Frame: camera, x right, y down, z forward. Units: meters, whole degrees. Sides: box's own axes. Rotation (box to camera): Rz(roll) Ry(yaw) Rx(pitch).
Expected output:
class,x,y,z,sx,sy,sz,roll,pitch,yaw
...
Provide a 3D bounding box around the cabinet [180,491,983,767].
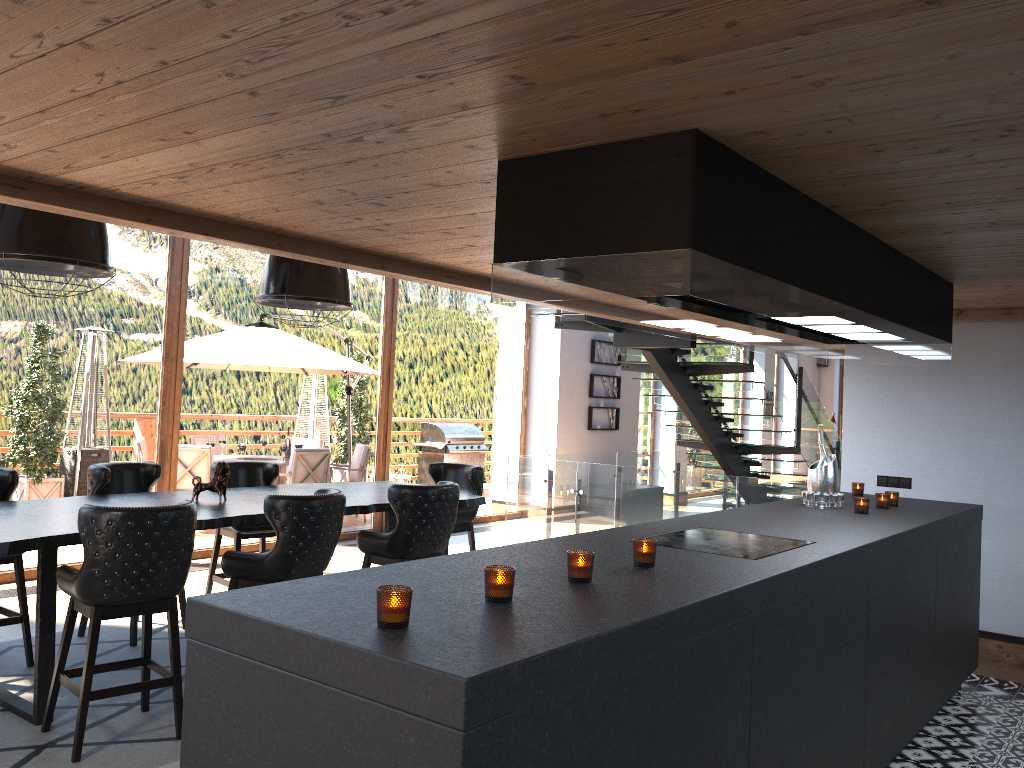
class,x,y,z,sx,sy,sz,roll,pitch,yaw
cabinet,1.028,1.175,3.752,0.879,1.104,4.854,1,-2,38

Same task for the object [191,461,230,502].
class,x,y,z,sx,sy,sz,roll,pitch,yaw
object,-1.819,0.586,5.357,0.221,0.254,0.116,3,-2,0

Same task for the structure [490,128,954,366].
class,x,y,z,sx,sy,sz,roll,pitch,yaw
structure,1.222,-0.419,3.952,0.703,0.476,3.286,1,-2,38

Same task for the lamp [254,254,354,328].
class,x,y,z,sx,sy,sz,roll,pitch,yaw
lamp,-1.236,-2.706,5.769,0.623,4.687,0.619,3,-2,-7

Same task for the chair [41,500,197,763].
class,x,y,z,sx,sy,sz,roll,pitch,yaw
chair,-1.741,1.073,4.008,0.510,1.092,0.561,4,-3,-43

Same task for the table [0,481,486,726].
class,x,y,z,sx,sy,sz,roll,pitch,yaw
table,-1.731,1.183,5.309,1.413,0.950,3.839,1,-2,38

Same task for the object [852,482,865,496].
class,x,y,z,sx,sy,sz,roll,pitch,yaw
object,2.217,0.674,5.680,0.080,0.081,0.078,3,-2,-17

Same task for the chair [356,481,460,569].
class,x,y,z,sx,sy,sz,roll,pitch,yaw
chair,-0.627,1.142,5.425,0.562,1.092,0.509,1,-2,37

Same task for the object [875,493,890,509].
class,x,y,z,sx,sy,sz,roll,pitch,yaw
object,2.067,0.652,4.946,0.079,0.081,0.079,2,-2,3

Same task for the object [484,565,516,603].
class,x,y,z,sx,sy,sz,roll,pitch,yaw
object,-0.032,0.503,2.231,0.079,0.081,0.079,3,-2,-7

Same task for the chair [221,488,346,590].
class,x,y,z,sx,sy,sz,roll,pitch,yaw
chair,-1.183,1.101,4.625,0.564,1.092,0.508,2,-2,21

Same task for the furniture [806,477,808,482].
class,x,y,z,sx,sy,sz,roll,pitch,yaw
furniture,5.008,1.955,16.510,1.162,0.437,2.790,1,-2,38

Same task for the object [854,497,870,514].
class,x,y,z,sx,sy,sz,roll,pitch,yaw
object,1.830,0.636,4.640,0.079,0.081,0.079,2,-2,3

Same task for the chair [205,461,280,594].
class,x,y,z,sx,sy,sz,roll,pitch,yaw
chair,-1.893,1.115,6.325,0.510,1.092,0.561,4,-3,-43

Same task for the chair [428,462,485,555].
class,x,y,z,sx,sy,sz,roll,pitch,yaw
chair,-0.515,1.178,6.922,0.498,1.092,0.574,1,-2,37

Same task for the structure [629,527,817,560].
class,x,y,z,sx,sy,sz,roll,pitch,yaw
structure,0.817,0.615,3.407,0.498,0.017,0.617,2,-2,38

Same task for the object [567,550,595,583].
class,x,y,z,sx,sy,sz,roll,pitch,yaw
object,0.194,0.519,2.524,0.079,0.081,0.079,3,-2,-7

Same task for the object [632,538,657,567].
class,x,y,z,sx,sy,sz,roll,pitch,yaw
object,0.421,0.536,2.817,0.079,0.081,0.079,3,-2,-7

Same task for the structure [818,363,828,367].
class,x,y,z,sx,sy,sz,roll,pitch,yaw
structure,7.169,-0.568,20.435,0.211,0.349,0.216,1,-2,38

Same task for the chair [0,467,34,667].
class,x,y,z,sx,sy,sz,roll,pitch,yaw
chair,-3.006,1.027,4.909,0.562,1.092,0.509,1,-2,37

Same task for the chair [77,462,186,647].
class,x,y,z,sx,sy,sz,roll,pitch,yaw
chair,-2.450,1.068,5.709,0.564,1.092,0.508,2,-2,21

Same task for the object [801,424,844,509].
class,x,y,z,sx,sy,sz,roll,pitch,yaw
object,1.719,0.451,4.893,0.223,0.453,0.227,1,-2,38

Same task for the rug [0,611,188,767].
class,x,y,z,sx,sy,sz,roll,pitch,yaw
rug,-1.504,1.652,5.515,2.522,0.047,5.694,2,-2,38

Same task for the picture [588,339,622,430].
class,x,y,z,sx,sy,sz,roll,pitch,yaw
picture,1.381,0.027,13.092,0.058,1.313,0.782,1,-2,38

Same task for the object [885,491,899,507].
class,x,y,z,sx,sy,sz,roll,pitch,yaw
object,2.184,0.661,5.098,0.079,0.081,0.079,2,-2,3

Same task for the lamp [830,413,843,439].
class,x,y,z,sx,sy,sz,roll,pitch,yaw
lamp,7.085,1.371,19.005,1.336,1.900,0.521,4,-2,-32

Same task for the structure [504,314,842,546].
class,x,y,z,sx,sy,sz,roll,pitch,yaw
structure,0.100,1.448,10.686,9.105,6.401,11.148,1,-2,38

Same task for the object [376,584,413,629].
class,x,y,z,sx,sy,sz,roll,pitch,yaw
object,-0.258,0.487,1.939,0.079,0.081,0.079,3,-2,-7

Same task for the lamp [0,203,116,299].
class,x,y,z,sx,sy,sz,roll,pitch,yaw
lamp,-2.220,-2.776,4.496,0.623,4.687,0.619,3,-2,-7
